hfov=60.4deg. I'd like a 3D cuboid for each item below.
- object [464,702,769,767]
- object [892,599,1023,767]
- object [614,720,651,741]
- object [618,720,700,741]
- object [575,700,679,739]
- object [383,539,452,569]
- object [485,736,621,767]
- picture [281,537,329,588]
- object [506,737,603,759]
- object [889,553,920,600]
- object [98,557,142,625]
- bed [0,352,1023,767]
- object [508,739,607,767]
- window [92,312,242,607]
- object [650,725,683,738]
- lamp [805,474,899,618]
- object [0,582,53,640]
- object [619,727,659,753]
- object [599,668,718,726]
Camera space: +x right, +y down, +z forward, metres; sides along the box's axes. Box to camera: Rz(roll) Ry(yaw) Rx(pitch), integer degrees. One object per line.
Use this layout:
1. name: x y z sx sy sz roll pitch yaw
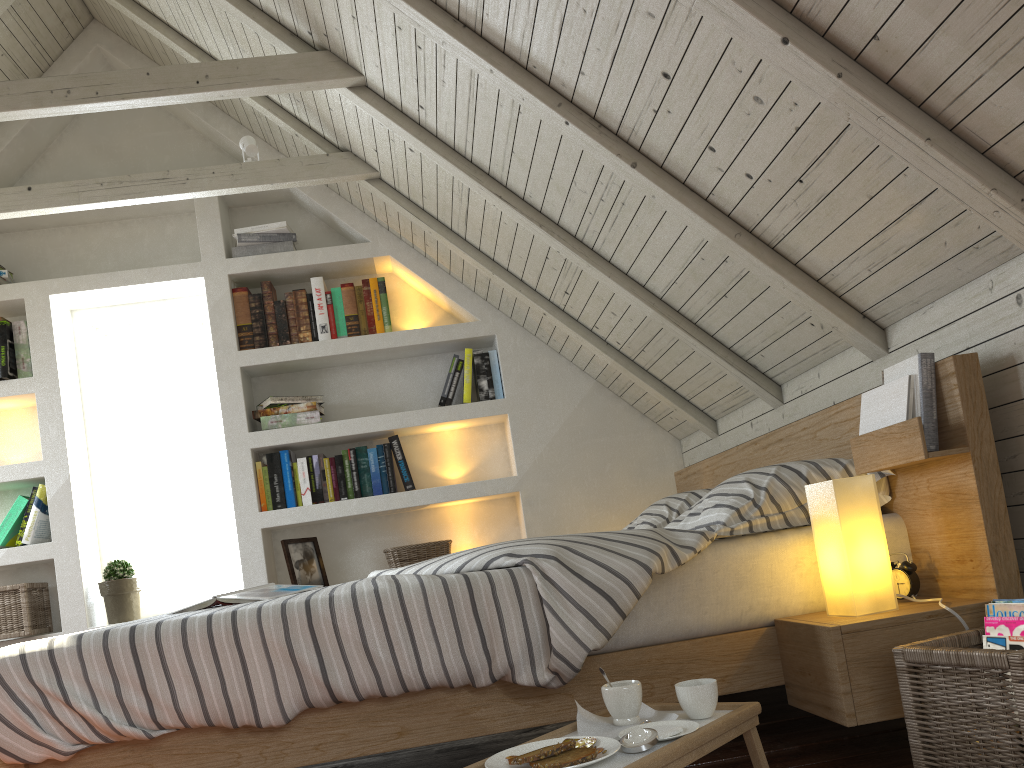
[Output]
1. object: 0.160 0.609 1.292 0.273 0.180 0.531 -16 -13 38
2. object: 0.782 0.484 1.360 0.236 0.274 0.241 -6 -8 -22
3. object: 0.178 0.531 1.338 0.016 0.002 0.153 -16 -13 32
4. object: 0.216 0.511 1.288 0.119 0.010 0.122 -3 -13 -28
5. object: 0.164 0.524 1.401 0.153 0.046 0.161 -6 -11 -15
6. object: -0.375 0.719 3.579 0.282 0.132 0.181 -6 -9 -14
7. object: 0.057 0.517 1.212 0.190 0.016 0.192 -10 -11 5
8. picture: -0.840 0.723 3.479 0.128 0.221 0.173 -13 -8 34
9. object: 0.066 0.524 1.261 0.141 0.015 0.078 -12 -11 15
10. object: 0.762 0.377 1.716 0.037 0.096 0.072 -6 -7 -28
11. object: -1.554 0.813 3.494 0.159 0.268 0.162 -7 -6 -13
12. bed: -0.112 0.608 2.386 1.875 0.696 1.904 -8 -10 -6
13. object: 0.062 0.504 1.202 0.110 0.029 0.120 1 -14 -40
14. window: -2.363 0.159 2.670 3.081 1.357 1.429 -3 -9 -28
15. object: 0.217 0.513 1.296 0.060 0.005 0.061 1 -15 -40
16. lamp: 0.632 0.303 1.641 0.090 0.249 0.091 -7 -5 -15
17. object: -1.945 0.888 3.424 0.204 0.198 0.208 -8 -8 -6
18. object: 0.178 0.495 1.231 0.056 0.028 0.055 -15 -12 34
19. object: 0.237 0.489 1.410 0.186 0.098 0.082 -12 -8 18
